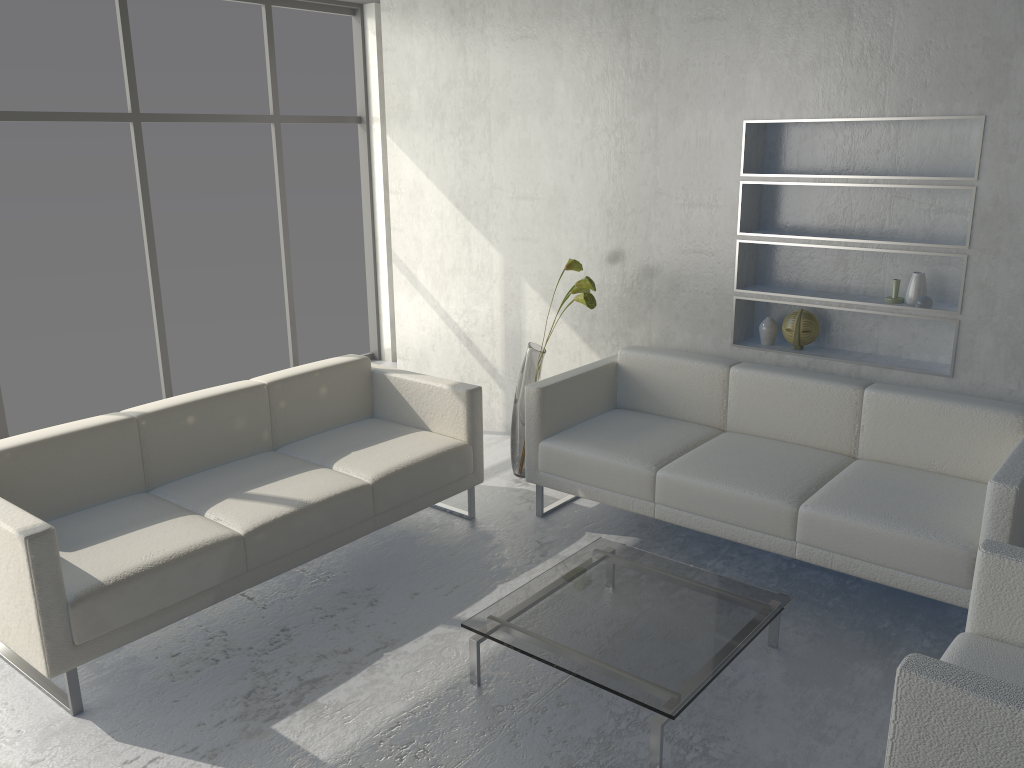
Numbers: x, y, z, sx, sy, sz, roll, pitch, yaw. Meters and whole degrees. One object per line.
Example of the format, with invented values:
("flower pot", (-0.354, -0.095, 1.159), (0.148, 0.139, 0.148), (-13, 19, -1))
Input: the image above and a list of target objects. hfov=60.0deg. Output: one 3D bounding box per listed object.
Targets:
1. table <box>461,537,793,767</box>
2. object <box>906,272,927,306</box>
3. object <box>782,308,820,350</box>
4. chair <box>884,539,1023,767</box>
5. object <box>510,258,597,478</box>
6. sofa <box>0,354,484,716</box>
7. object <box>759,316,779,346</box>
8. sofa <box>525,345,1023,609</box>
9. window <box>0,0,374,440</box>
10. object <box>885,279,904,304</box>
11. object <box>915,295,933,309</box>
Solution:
("table", (0.370, 0.795, 2.785), (0.730, 0.190, 0.773), (12, 20, 37))
("object", (1.641, -0.386, 3.590), (0.079, 0.130, 0.079), (11, 19, 36))
("object", (1.267, -0.239, 3.919), (0.163, 0.179, 0.088), (8, 18, 28))
("chair", (1.300, 0.795, 1.867), (0.821, 0.662, 0.748), (12, 20, 37))
("object", (0.222, -0.043, 4.212), (0.387, 1.051, 0.400), (-7, 17, -22))
("sofa", (-1.016, 0.400, 3.387), (0.821, 0.658, 1.881), (12, 20, 37))
("object", (1.168, -0.243, 4.037), (0.086, 0.128, 0.086), (-13, 20, -38))
("sofa", (1.030, 0.326, 3.575), (1.881, 0.658, 0.821), (12, 20, 37))
("window", (-2.111, -1.027, 5.173), (0.037, 2.477, 4.080), (12, 20, 37))
("object", (1.579, -0.383, 3.651), (0.074, 0.094, 0.074), (0, 16, 3))
("object", (1.641, -0.328, 3.531), (0.064, 0.050, 0.064), (14, 21, 43))
